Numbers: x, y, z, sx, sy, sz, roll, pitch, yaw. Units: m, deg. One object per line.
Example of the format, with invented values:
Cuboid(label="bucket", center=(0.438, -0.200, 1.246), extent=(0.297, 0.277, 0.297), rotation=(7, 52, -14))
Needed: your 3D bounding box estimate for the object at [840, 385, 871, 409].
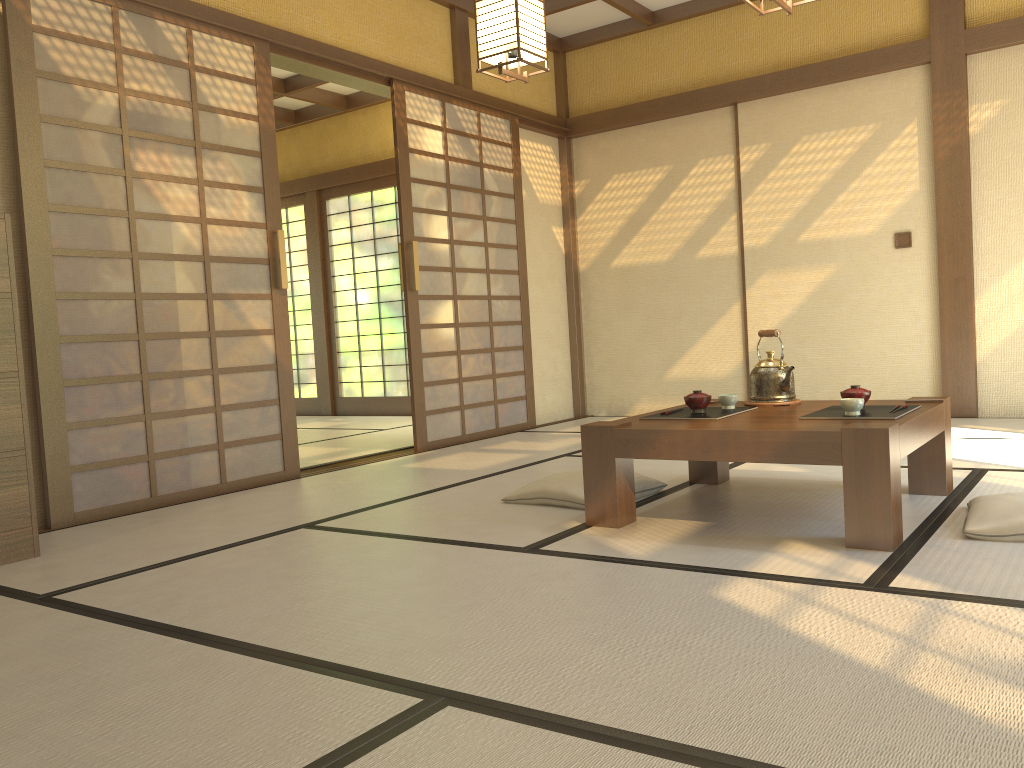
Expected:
Cuboid(label="object", center=(1.183, 0.045, 3.050), extent=(0.100, 0.080, 0.100), rotation=(-1, 4, 35))

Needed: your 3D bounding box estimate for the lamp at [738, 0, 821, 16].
Cuboid(label="lamp", center=(0.926, -1.903, 3.130), extent=(0.240, 1.129, 0.240), rotation=(-1, 4, 35))

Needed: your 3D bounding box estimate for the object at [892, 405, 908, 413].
Cuboid(label="object", center=(1.296, 0.082, 2.964), extent=(0.008, 0.008, 0.200), rotation=(-1, 4, 36))

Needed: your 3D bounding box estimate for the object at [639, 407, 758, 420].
Cuboid(label="object", center=(0.698, 0.108, 3.296), extent=(0.300, 0.007, 0.400), rotation=(-1, 4, 35))

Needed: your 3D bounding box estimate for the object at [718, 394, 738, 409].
Cuboid(label="object", center=(0.820, 0.067, 3.363), extent=(0.074, 0.052, 0.073), rotation=(-4, 3, -11))

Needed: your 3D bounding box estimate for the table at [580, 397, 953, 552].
Cuboid(label="table", center=(0.940, 0.269, 3.179), extent=(1.000, 0.350, 1.000), rotation=(-1, 4, 35))

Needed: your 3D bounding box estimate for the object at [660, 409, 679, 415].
Cuboid(label="object", center=(0.608, 0.102, 3.372), extent=(0.008, 0.008, 0.200), rotation=(-1, 4, 33))

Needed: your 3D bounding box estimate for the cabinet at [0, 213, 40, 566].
Cuboid(label="cabinet", center=(-2.130, 0.057, 2.762), extent=(0.421, 1.200, 1.020), rotation=(-1, 4, 35))

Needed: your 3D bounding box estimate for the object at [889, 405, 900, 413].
Cuboid(label="object", center=(1.282, 0.082, 2.975), extent=(0.008, 0.008, 0.200), rotation=(-2, 4, 31))

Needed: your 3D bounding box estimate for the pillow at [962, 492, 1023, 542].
Cuboid(label="pillow", center=(1.636, 0.393, 2.672), extent=(0.486, 0.107, 0.496), rotation=(-2, 3, 29))

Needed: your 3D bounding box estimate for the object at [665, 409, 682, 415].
Cuboid(label="object", center=(0.617, 0.102, 3.362), extent=(0.008, 0.008, 0.200), rotation=(-2, 3, 29))

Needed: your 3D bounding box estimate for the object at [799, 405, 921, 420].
Cuboid(label="object", center=(1.181, 0.095, 2.997), extent=(0.300, 0.007, 0.400), rotation=(-1, 4, 35))

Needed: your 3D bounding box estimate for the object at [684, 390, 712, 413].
Cuboid(label="object", center=(0.682, 0.064, 3.254), extent=(0.100, 0.080, 0.100), rotation=(-1, 4, 35))

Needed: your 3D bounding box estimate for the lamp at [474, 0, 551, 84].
Cuboid(label="lamp", center=(-0.025, -1.881, 3.802), extent=(0.240, 1.129, 0.240), rotation=(-1, 4, 35))

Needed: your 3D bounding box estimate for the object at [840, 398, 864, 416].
Cuboid(label="object", center=(1.111, 0.075, 2.895), extent=(0.074, 0.052, 0.073), rotation=(-4, 3, -11))

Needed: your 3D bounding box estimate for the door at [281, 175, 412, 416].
Cuboid(label="door", center=(-1.877, -0.793, 8.854), extent=(2.890, 2.230, 0.140), rotation=(-1, 4, 35))

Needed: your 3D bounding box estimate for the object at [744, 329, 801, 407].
Cuboid(label="object", center=(1.027, -0.068, 3.510), extent=(0.226, 0.296, 0.219), rotation=(-2, 3, 30))

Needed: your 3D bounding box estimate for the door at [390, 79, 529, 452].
Cuboid(label="door", center=(-0.323, -0.754, 5.909), extent=(0.076, 2.265, 1.230), rotation=(-1, 4, 35))

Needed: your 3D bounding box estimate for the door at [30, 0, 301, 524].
Cuboid(label="door", center=(-1.567, -0.588, 4.144), extent=(0.076, 2.265, 1.230), rotation=(-1, 4, 35))

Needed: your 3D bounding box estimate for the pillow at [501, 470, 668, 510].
Cuboid(label="pillow", center=(0.297, 0.423, 3.617), extent=(0.496, 0.107, 0.486), rotation=(-1, 4, 39))
